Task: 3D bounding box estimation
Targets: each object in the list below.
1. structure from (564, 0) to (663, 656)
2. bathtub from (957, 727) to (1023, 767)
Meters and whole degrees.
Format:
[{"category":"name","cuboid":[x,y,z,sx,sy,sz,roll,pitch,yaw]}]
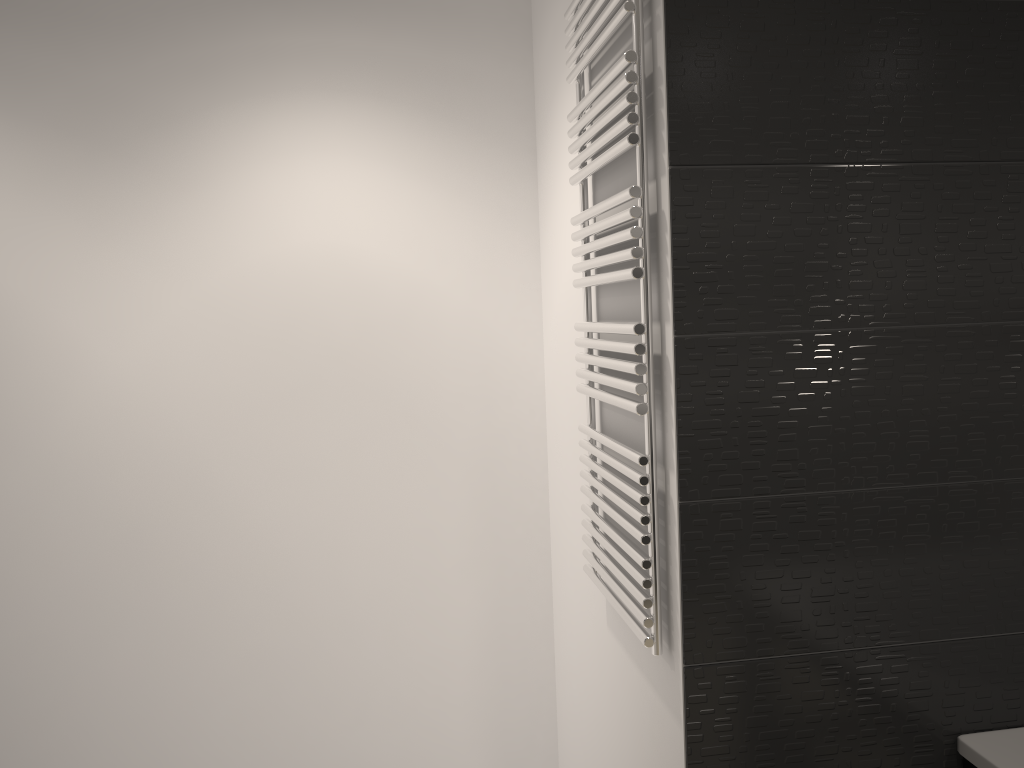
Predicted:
[{"category":"structure","cuboid":[0.190,-0.181,1.755,0.039,1.290,0.473,-3,3,-8]},{"category":"bathtub","cuboid":[1.948,0.944,1.252,2.180,0.675,1.010,-3,4,-8]}]
